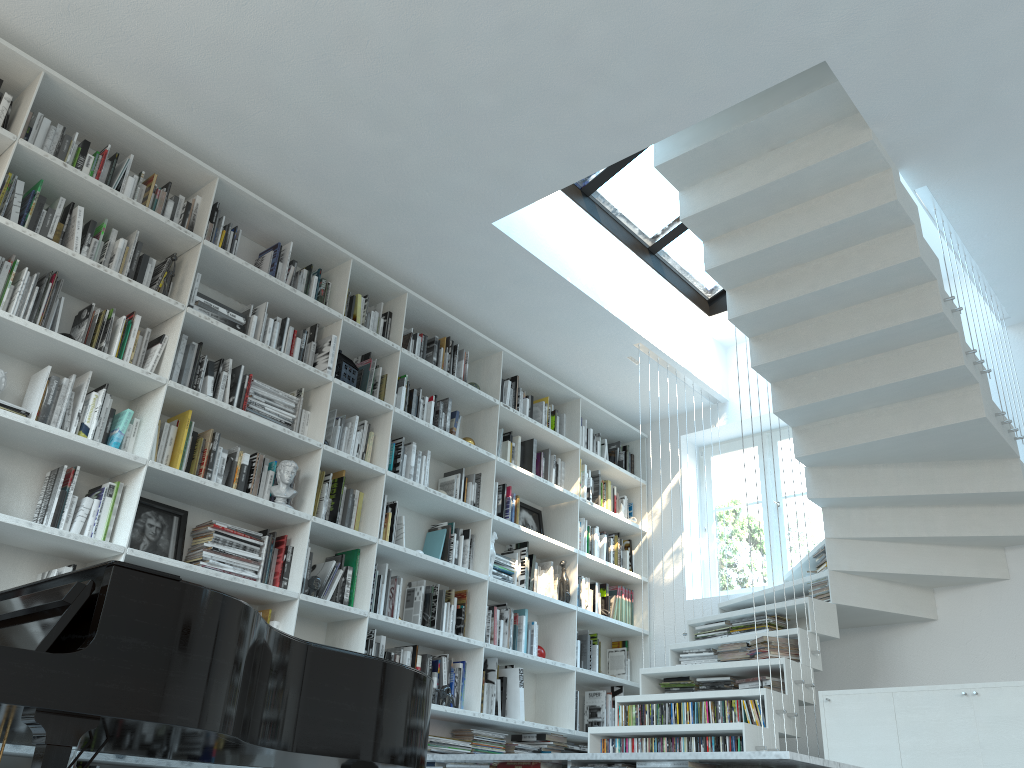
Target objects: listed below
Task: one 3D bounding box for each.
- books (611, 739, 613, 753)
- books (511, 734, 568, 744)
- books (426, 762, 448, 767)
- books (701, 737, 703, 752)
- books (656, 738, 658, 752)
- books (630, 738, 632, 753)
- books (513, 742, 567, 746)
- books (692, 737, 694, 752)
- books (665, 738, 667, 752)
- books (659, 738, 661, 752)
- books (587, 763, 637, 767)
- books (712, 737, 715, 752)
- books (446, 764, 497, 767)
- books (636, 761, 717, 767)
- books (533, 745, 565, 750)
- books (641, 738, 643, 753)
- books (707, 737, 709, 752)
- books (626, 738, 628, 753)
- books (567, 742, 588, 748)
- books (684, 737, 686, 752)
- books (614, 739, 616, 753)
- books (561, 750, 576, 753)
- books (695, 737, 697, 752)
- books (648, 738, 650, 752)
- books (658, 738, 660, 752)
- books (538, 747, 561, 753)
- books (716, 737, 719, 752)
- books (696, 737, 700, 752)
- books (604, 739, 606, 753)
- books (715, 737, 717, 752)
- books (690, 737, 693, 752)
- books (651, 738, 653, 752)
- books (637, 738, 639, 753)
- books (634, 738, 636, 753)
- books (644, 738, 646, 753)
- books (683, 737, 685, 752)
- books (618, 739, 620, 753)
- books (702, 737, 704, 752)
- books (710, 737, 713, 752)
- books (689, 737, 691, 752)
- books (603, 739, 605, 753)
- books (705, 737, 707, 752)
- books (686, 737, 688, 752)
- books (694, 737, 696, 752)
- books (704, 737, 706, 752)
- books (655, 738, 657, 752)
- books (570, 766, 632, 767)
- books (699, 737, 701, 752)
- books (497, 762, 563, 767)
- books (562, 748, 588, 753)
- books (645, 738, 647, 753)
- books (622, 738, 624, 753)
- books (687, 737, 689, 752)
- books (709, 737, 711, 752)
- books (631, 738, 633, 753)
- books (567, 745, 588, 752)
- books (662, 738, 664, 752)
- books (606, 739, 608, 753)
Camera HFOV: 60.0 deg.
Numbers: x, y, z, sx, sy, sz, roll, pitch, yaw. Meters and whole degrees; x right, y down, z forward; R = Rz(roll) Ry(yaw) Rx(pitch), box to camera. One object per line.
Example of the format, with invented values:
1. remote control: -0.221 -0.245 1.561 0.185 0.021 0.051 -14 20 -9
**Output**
1. books: 0.525 1.809 4.340 0.008 0.124 0.125 -18 -33 37
2. books: 0.162 2.111 5.270 0.267 0.035 0.205 -19 -34 37
3. books: -0.383 1.797 4.178 0.194 0.020 0.171 -15 -32 32
4. books: 0.898 1.684 4.047 0.007 0.124 0.125 -18 -33 37
5. books: 0.720 1.743 4.186 0.009 0.124 0.125 -18 -33 37
6. books: 0.608 1.781 4.274 0.008 0.124 0.125 -18 -33 37
7. books: 0.170 2.142 5.268 0.285 0.012 0.160 -16 -32 33
8. books: 0.864 1.695 4.073 0.008 0.124 0.125 -18 -33 37
9. books: 0.755 1.732 4.159 0.010 0.124 0.125 -18 -33 37
10. books: 0.732 1.739 4.177 0.008 0.124 0.125 -18 -33 37
11. books: 0.413 1.543 3.573 0.134 0.014 0.181 26 -34 -38
12. books: 0.942 1.668 4.012 0.008 0.124 0.125 -18 -33 37
13. books: -0.151 1.727 3.992 0.243 0.015 0.165 -15 -32 32
14. books: 0.626 1.454 3.370 0.189 0.021 0.238 26 -34 -38
15. books: 0.170 2.159 5.261 0.243 0.015 0.165 -21 -35 39
16. books: 0.656 1.765 4.237 0.009 0.124 0.125 -18 -33 37
17. books: 0.921 1.676 4.029 0.008 0.124 0.125 -18 -33 37
18. books: 0.591 1.787 4.288 0.007 0.124 0.125 -18 -33 37
19. books: 0.306 2.232 5.480 0.198 0.017 0.355 -18 -34 37
20. books: 0.833 1.705 4.098 0.008 0.124 0.125 -18 -33 37
21. books: 0.538 1.805 4.330 0.007 0.124 0.125 -18 -33 37
22. books: 0.315 2.274 5.448 0.355 0.017 0.198 26 -35 -38
23. books: 0.876 1.691 4.064 0.010 0.124 0.125 -18 -33 37
24. books: 0.685 1.755 4.214 0.008 0.124 0.125 -18 -33 37
25. books: 0.726 1.741 4.182 0.007 0.124 0.125 -18 -33 37
26. books: 0.165 2.172 5.249 0.173 0.019 0.196 26 -34 -38
27. books: 0.959 1.663 3.999 0.010 0.124 0.125 -18 -33 37
28. books: 0.883 1.689 4.058 0.012 0.125 0.125 -18 -33 37
29. books: 0.494 1.819 4.364 0.010 0.124 0.125 -18 -33 37
30. books: 0.950 1.666 4.005 0.012 0.125 0.125 -18 -33 37
31. books: 0.857 1.697 4.079 0.011 0.125 0.125 -18 -33 37
32. books: 0.697 1.751 4.204 0.009 0.124 0.125 -18 -33 37
33. books: 0.638 1.771 4.251 0.007 0.124 0.125 -18 -33 37
34. books: 0.625 1.775 4.261 0.008 0.124 0.125 -18 -33 37
35. books: 0.667 1.761 4.228 0.007 0.124 0.125 -18 -33 37
36. books: 0.827 1.707 4.102 0.008 0.124 0.125 -18 -33 37
37. books: 0.556 1.799 4.315 0.007 0.124 0.125 -18 -33 37
38. books: 0.903 1.682 4.043 0.007 0.124 0.125 -18 -33 37
39. books: 0.936 1.671 4.016 0.010 0.124 0.125 -18 -33 37
40. books: 0.852 1.699 4.083 0.011 0.124 0.125 -18 -33 37
41. books: 0.487 1.822 4.369 0.008 0.124 0.125 -18 -33 37
42. books: 0.915 1.678 4.033 0.008 0.124 0.125 -18 -33 37
43. books: 0.838 1.704 4.093 0.007 0.124 0.125 -18 -33 37
44. books: 0.870 1.693 4.068 0.008 0.124 0.125 -18 -33 37
45. books: 0.909 1.680 4.038 0.007 0.124 0.125 -18 -33 37
46. books: 0.714 1.745 4.191 0.008 0.124 0.125 -18 -33 37
47. books: 0.392 1.545 3.547 0.257 0.014 0.192 -16 -32 33
48. books: 0.891 1.686 4.052 0.008 0.124 0.125 -18 -33 37
49. books: 0.076 1.653 3.830 0.139 0.028 0.262 26 -34 -38
50. books: 0.313 2.260 5.458 0.200 0.018 0.316 -16 -32 33
51. books: 0.673 1.759 4.223 0.009 0.124 0.125 -18 -33 37
52. books: 0.573 1.793 4.302 0.008 0.124 0.125 -18 -33 37
53. books: 0.844 1.702 4.089 0.008 0.124 0.125 -18 -33 37
54. books: 0.928 1.673 4.023 0.010 0.124 0.125 -18 -33 37
55. books: 0.614 1.779 4.270 0.008 0.124 0.125 -18 -33 37
56. books: 0.310 2.245 5.469 0.198 0.017 0.355 -20 -35 38
57. books: 0.743 1.736 4.168 0.007 0.124 0.125 -18 -33 37
58. books: 0.501 1.817 4.358 0.009 0.124 0.125 -18 -33 37
